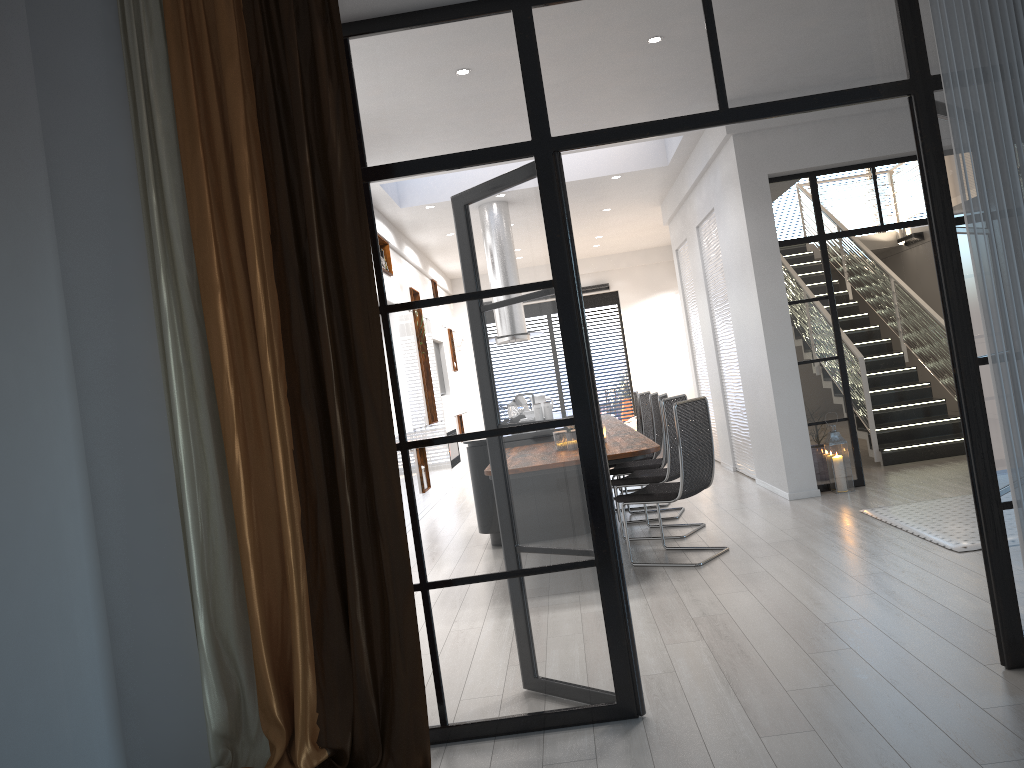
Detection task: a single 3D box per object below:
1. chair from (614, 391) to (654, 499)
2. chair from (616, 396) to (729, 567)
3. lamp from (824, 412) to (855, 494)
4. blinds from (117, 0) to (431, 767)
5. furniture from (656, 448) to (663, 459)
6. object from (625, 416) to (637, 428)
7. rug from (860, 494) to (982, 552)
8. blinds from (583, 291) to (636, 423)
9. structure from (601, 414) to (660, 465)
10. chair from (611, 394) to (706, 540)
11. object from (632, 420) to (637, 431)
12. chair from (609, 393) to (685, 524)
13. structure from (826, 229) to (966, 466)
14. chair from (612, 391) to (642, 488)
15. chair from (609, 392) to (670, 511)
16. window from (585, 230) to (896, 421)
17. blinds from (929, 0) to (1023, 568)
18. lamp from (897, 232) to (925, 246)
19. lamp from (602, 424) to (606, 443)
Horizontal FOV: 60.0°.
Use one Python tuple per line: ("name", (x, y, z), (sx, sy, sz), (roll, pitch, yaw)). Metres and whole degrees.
("chair", (1.180, 0.622, 9.083), (0.536, 1.019, 0.471), (-9, -2, 23))
("chair", (1.010, 0.631, 5.798), (0.535, 1.019, 0.471), (-10, -2, 38))
("lamp", (2.698, 0.564, 7.371), (0.148, 0.666, 0.157), (-9, -2, 3))
("blinds", (-0.822, -0.136, 2.970), (0.810, 3.047, 0.254), (-9, -2, 2))
("furniture", (1.982, 0.797, 11.798), (0.699, 0.460, 0.699), (-8, -1, -2))
("object", (2.025, 0.673, 14.062), (0.417, 0.355, 0.761), (-9, -1, 11))
("rug", (3.593, 0.744, 5.586), (2.275, 0.020, 1.584), (-8, 0, 3))
("blinds", (0.836, -0.152, 16.111), (2.584, 2.722, 0.358), (-9, -2, 3))
("structure", (0.384, 0.802, 7.914), (1.377, 0.888, 5.638), (-9, 0, 3))
("chair", (1.069, 0.627, 6.735), (0.535, 1.019, 0.471), (-9, -2, 33))
("object", (1.781, 0.618, 12.794), (0.110, 0.183, 0.119), (-9, -1, 9))
("chair", (1.103, 0.626, 7.552), (0.536, 1.019, 0.471), (-9, -2, 18))
("structure", (4.494, -1.173, 10.356), (2.393, 3.604, 5.799), (-9, -1, 3))
("chair", (1.219, 0.621, 10.045), (0.536, 1.019, 0.470), (-9, -2, 3))
("chair", (1.141, 0.624, 8.270), (0.536, 1.019, 0.471), (-9, -2, 18))
("window", (3.653, -1.855, 16.348), (8.565, 5.065, 0.462), (-8, -2, 1))
("blinds", (2.162, -0.575, 2.915), (1.300, 3.071, 0.052), (-9, -2, 3))
("lamp", (5.602, -2.023, 12.463), (0.152, 0.124, 0.567), (-9, 0, 3))
("lamp", (0.598, 0.343, 6.057), (0.095, 0.124, 0.096), (-9, -1, 36))
